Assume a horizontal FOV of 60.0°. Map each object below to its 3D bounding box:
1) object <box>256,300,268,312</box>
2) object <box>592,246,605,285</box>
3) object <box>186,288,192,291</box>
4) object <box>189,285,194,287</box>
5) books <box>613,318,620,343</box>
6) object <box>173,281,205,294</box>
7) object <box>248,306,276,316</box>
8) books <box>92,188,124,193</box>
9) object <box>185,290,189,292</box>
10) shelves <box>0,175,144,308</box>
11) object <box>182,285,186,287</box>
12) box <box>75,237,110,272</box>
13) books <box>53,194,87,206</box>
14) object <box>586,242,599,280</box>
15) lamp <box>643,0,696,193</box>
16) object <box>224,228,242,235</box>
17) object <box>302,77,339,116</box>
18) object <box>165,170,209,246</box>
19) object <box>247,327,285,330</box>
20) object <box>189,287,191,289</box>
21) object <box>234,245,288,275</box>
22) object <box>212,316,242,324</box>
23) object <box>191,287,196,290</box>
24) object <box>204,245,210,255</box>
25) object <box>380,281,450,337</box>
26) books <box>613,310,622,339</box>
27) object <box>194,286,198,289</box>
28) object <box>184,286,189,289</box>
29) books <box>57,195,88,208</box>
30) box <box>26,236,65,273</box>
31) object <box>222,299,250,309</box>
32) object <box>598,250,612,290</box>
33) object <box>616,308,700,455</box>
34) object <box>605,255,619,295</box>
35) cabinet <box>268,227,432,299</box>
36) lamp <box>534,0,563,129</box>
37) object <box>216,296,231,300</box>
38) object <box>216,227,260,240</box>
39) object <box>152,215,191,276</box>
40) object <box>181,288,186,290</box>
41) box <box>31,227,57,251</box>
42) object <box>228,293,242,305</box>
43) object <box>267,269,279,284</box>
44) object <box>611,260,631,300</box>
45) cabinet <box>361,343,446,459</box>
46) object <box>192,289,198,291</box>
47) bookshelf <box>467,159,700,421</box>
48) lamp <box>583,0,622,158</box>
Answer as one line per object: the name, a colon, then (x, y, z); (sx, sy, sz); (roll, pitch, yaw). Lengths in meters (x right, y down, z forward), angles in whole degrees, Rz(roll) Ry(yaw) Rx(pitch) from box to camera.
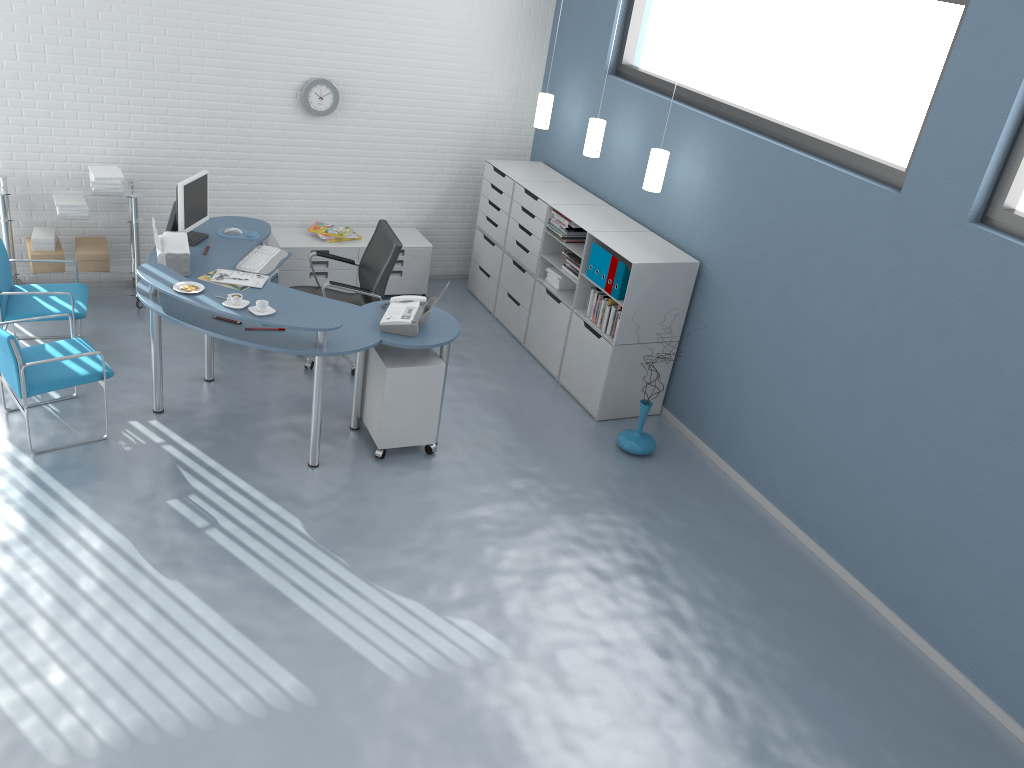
object: (-1.303, -0.407, 4.627); (0.062, 0.049, 0.078); (6, 27, -8)
object: (0.655, -0.792, 5.929); (0.181, 0.247, 0.082); (-5, 31, -26)
object: (-1.717, -0.502, 4.712); (0.025, 0.005, 0.027); (31, 34, 35)
object: (-1.719, -0.526, 4.758); (0.025, 0.005, 0.027); (17, 28, 14)
books: (0.754, -0.353, 5.792); (0.178, 0.163, 0.032); (-5, 31, -26)
object: (-1.726, -0.512, 4.736); (0.162, 0.011, 0.162); (16, 28, 11)
object: (-1.306, -0.382, 4.631); (0.119, 0.016, 0.119); (30, 33, 34)
books: (-2.806, -1.376, 6.143); (0.190, 0.015, 0.270); (-5, 31, -26)
object: (-1.721, -0.497, 4.713); (0.025, 0.005, 0.027); (26, 31, 28)
shelves: (-3.081, -0.981, 6.238); (0.896, 0.848, 0.441); (-4, 30, -26)
object: (-1.749, -0.522, 4.750); (0.027, 0.005, 0.025); (15, 28, 10)
box: (-2.980, -0.924, 6.299); (0.207, 0.133, 0.347); (-5, 31, -26)
books: (-3.036, -1.270, 6.085); (0.190, 0.015, 0.270); (-7, 31, -29)
object: (0.620, -0.832, 5.993); (0.181, 0.247, 0.082); (-5, 31, -26)
lamp: (1.046, -2.046, 5.364); (0.120, 1.786, 0.120); (19, 29, 17)
object: (-1.872, -1.030, 5.959); (0.115, 0.035, 0.054); (1, 29, -18)
object: (-1.445, -2.165, 6.692); (0.279, 0.277, 0.041); (-5, 31, -26)
object: (-2.085, -1.128, 5.665); (0.212, 0.417, 0.365); (11, 27, 3)
object: (-1.324, -0.297, 4.773); (0.200, 0.010, 0.011); (0, 29, -18)
object: (-1.719, -0.512, 4.741); (0.025, 0.005, 0.027); (-14, 36, -39)
object: (-1.654, -0.820, 5.796); (0.276, 0.028, 0.478); (10, 27, 1)
object: (-1.543, -0.348, 4.794); (0.178, 0.013, 0.013); (14, 27, 7)
object: (-1.701, -0.511, 4.737); (0.025, 0.005, 0.027); (-10, 33, -34)
object: (-1.936, -0.850, 5.622); (0.013, 0.013, 0.178); (4, 28, -11)
object: (-0.575, -0.486, 5.093); (0.399, 0.280, 0.405); (10, 27, 0)
books: (0.753, -0.386, 5.811); (0.157, 0.203, 0.032); (-5, 31, -26)
object: (-1.698, -0.518, 4.759); (0.027, 0.005, 0.025); (23, 30, 24)
object: (-1.735, -0.515, 4.733); (0.025, 0.005, 0.027); (-2, 30, -22)
books: (-3.029, -1.265, 6.110); (0.190, 0.015, 0.270); (-4, 30, -25)
box: (-3.243, -0.902, 6.168); (0.207, 0.133, 0.347); (-8, 32, -31)
object: (-1.448, -0.420, 4.655); (0.119, 0.016, 0.119); (14, 27, 7)
object: (0.690, -0.753, 5.864); (0.181, 0.247, 0.082); (-5, 31, -26)
object: (0.890, 0.013, 5.536); (0.357, 0.972, 0.312); (28, 32, 31)
object: (0.726, -0.713, 5.800); (0.181, 0.247, 0.082); (-5, 31, -26)
cabinet: (-1.314, -0.969, 7.212); (1.259, 0.484, 0.447); (-5, 31, -27)
lamp: (0.368, -2.808, 6.596); (0.120, 1.786, 0.120); (19, 29, 17)
object: (-1.526, -0.460, 4.697); (0.119, 0.021, 0.025); (18, 28, 15)
object: (-1.844, -1.026, 5.979); (0.285, 0.026, 0.213); (2, 28, -15)
object: (-2.030, -0.837, 5.281); (0.197, 0.273, 0.392); (-2, 30, -22)
object: (-1.747, -0.507, 4.722); (0.027, 0.005, 0.025); (13, 27, 6)
box: (-3.225, -0.999, 6.117); (0.139, 0.090, 0.234); (-2, 30, -22)
object: (-1.449, -0.445, 4.650); (0.062, 0.049, 0.078); (-11, 34, -35)
object: (-1.959, -0.665, 6.475); (0.471, 0.422, 0.199); (12, 27, 4)
object: (0.761, -0.673, 5.735); (0.181, 0.247, 0.082); (-5, 31, -26)
cabinet: (-0.686, 0.045, 5.345); (0.383, 0.605, 0.559); (-4, 30, -25)
object: (-1.692, -0.501, 4.730); (0.027, 0.005, 0.025); (-12, 34, -36)
bookshelf: (0.411, -0.816, 6.765); (0.521, 1.141, 2.294); (-5, 31, -26)
lamp: (0.707, -2.427, 5.980); (0.120, 1.786, 0.120); (19, 29, 17)
